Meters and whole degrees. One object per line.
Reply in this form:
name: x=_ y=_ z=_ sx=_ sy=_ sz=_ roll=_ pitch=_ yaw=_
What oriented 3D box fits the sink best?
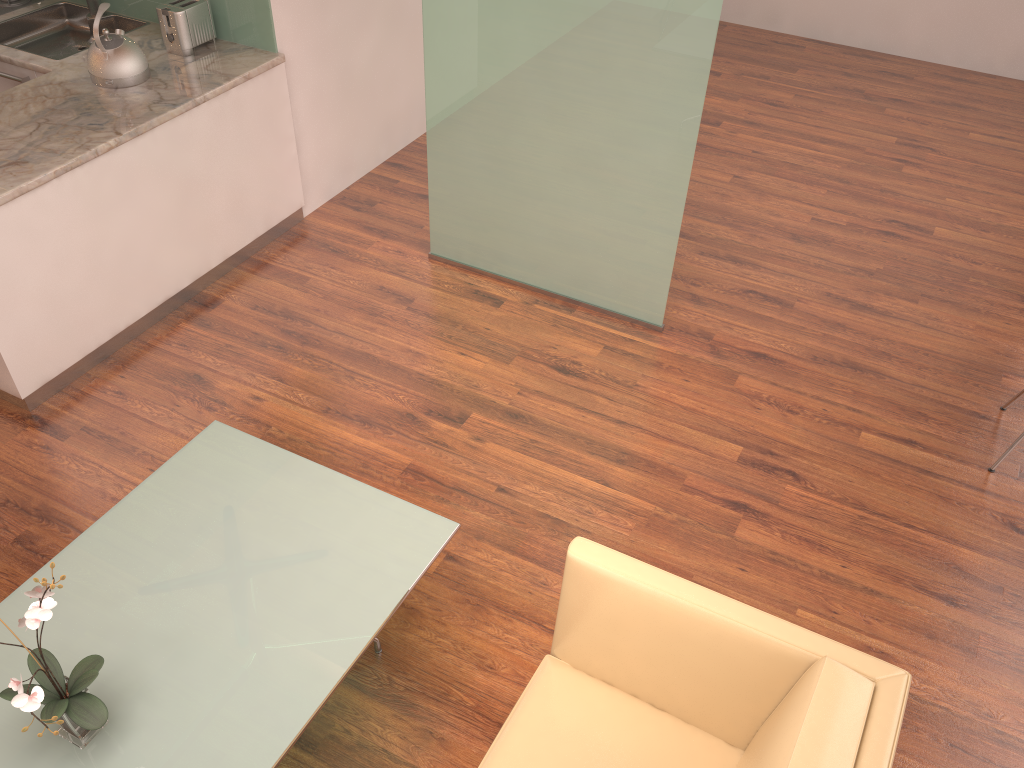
sink: x=-2.283 y=-1.801 z=4.454 sx=0.637 sy=0.402 sz=0.592 roll=21 pitch=45 yaw=19

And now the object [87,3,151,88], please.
object: x=-1.789 y=-1.525 z=3.949 sx=0.257 sy=0.320 sz=0.255 roll=34 pitch=51 yaw=30

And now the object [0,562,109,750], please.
object: x=-1.055 y=0.588 z=1.927 sx=0.368 sy=0.618 sz=0.285 roll=16 pitch=44 yaw=15

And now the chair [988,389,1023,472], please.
chair: x=2.330 y=-0.037 z=3.422 sx=0.556 sy=0.945 sz=0.522 roll=21 pitch=45 yaw=19

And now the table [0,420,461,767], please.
table: x=-1.011 y=0.998 z=2.378 sx=0.931 sy=0.588 sz=1.797 roll=21 pitch=45 yaw=20

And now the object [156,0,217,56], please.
object: x=-1.575 y=-1.732 z=4.267 sx=0.152 sy=0.212 sz=0.227 roll=21 pitch=45 yaw=19

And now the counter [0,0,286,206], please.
counter: x=-3.192 y=-1.711 z=3.324 sx=3.039 sy=1.417 sz=3.090 roll=21 pitch=45 yaw=19

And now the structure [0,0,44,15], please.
structure: x=-2.926 y=-2.058 z=4.696 sx=0.670 sy=0.040 sz=0.470 roll=20 pitch=45 yaw=19

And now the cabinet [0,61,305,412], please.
cabinet: x=-3.433 y=-1.953 z=4.205 sx=4.206 sy=2.390 sz=1.839 roll=20 pitch=45 yaw=19

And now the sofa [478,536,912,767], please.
sofa: x=0.123 y=1.304 z=1.872 sx=0.871 sy=0.879 sz=1.731 roll=21 pitch=45 yaw=20
